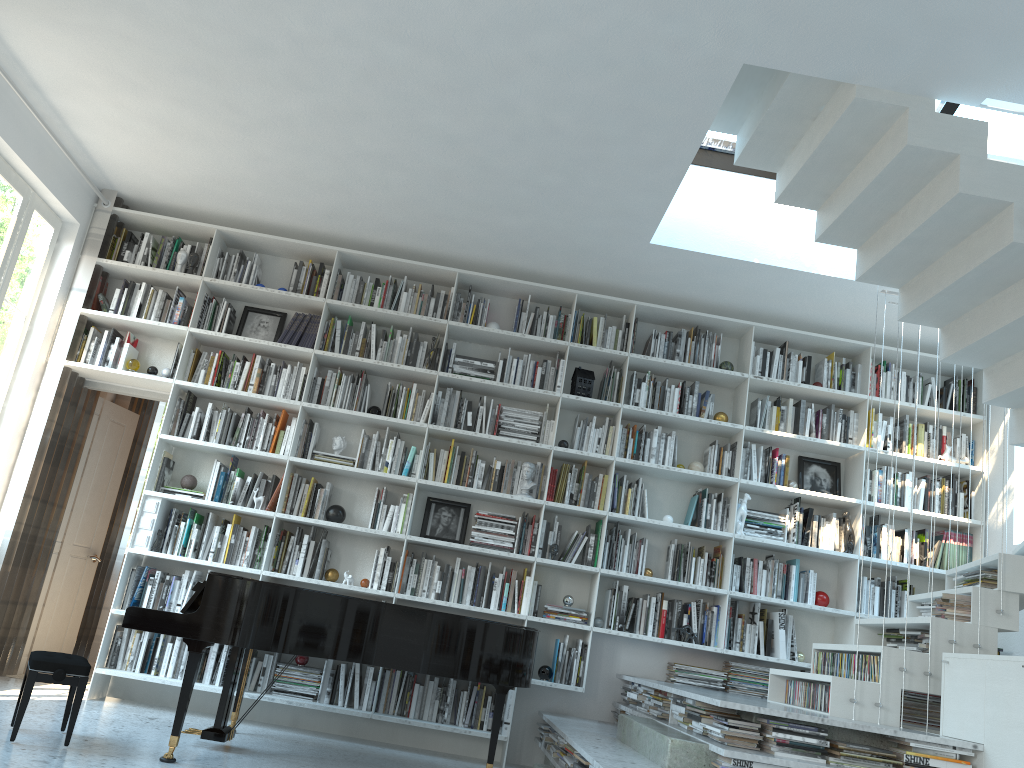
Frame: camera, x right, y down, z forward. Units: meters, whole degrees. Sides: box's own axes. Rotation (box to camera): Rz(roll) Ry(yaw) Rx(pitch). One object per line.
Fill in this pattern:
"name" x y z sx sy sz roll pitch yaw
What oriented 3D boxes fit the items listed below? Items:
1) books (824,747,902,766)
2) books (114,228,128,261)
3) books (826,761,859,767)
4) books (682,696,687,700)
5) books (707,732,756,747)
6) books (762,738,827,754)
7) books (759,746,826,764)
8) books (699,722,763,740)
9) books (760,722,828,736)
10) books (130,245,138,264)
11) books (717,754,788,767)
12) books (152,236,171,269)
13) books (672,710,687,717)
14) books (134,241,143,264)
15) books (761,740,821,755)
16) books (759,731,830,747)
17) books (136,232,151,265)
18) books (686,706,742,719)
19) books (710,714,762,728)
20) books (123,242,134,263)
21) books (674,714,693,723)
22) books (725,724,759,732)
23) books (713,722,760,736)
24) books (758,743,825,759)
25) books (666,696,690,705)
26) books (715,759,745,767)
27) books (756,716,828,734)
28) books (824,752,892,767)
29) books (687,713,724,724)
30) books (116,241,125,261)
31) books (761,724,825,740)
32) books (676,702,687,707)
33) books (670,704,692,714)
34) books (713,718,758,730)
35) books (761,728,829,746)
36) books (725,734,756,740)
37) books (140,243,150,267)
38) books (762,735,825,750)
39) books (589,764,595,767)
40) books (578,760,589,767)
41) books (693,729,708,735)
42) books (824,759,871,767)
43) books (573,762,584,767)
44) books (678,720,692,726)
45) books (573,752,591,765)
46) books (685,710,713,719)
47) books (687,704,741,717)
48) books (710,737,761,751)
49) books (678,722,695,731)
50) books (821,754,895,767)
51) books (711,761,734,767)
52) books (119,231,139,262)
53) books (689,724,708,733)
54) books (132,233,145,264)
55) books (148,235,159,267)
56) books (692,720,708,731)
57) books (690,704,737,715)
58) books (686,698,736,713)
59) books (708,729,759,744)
"books" 1.447 1.549 3.696 0.273 0.014 0.188 11 -16 -6
"books" -2.717 -0.922 6.195 0.014 0.285 0.175 10 -15 -1
"books" 1.439 1.595 3.695 0.291 0.007 0.174 9 -16 1
"books" 0.924 1.566 4.384 0.134 0.014 0.182 9 -16 3
"books" 0.936 1.520 3.791 0.161 0.014 0.213 9 -16 2
"books" 1.170 1.505 3.697 0.215 0.013 0.190 10 -16 -2
"books" 1.164 1.543 3.690 0.216 0.015 0.178 11 -16 -3
"books" 0.935 1.487 3.800 0.184 0.014 0.298 10 -16 -2
"books" 1.180 1.446 3.723 0.228 0.009 0.159 11 -16 -5
"books" -2.628 -0.856 6.209 0.031 0.195 0.145 10 -16 -1
"books" 0.963 1.523 3.561 0.234 0.025 0.158 11 -16 -6
"books" -2.448 -0.871 6.208 0.039 0.282 0.182 10 -15 -1
"books" 0.890 1.633 4.364 0.177 0.015 0.188 9 -16 3
"books" -2.588 -0.866 6.207 0.024 0.226 0.158 10 -15 -1
"books" 1.167 1.523 3.716 0.207 0.012 0.132 11 -16 -5
"books" 1.173 1.487 3.716 0.260 0.009 0.153 9 -16 1
"books" -2.557 -0.891 6.205 0.028 0.282 0.190 10 -15 -1
"books" 0.924 1.513 4.080 0.168 0.013 0.282 11 -16 -4
"books" 0.958 1.447 3.812 0.149 0.014 0.229 11 -16 -3
"books" -2.656 -0.863 6.183 0.028 0.186 0.182 10 -16 -1
"books" 0.898 1.653 4.359 0.167 0.024 0.193 10 -16 0
"books" 0.984 1.472 3.807 0.091 0.011 0.190 11 -16 -3
"books" 0.961 1.479 3.804 0.137 0.012 0.243 10 -16 0
"books" 1.165 1.533 3.708 0.227 0.012 0.149 11 -16 -3
"books" 0.892 1.574 4.379 0.192 0.014 0.257 11 -16 -5
"books" 0.959 1.543 3.570 0.257 0.010 0.132 9 -16 2
"books" 1.181 1.440 3.746 0.261 0.016 0.129 10 -16 -2
"books" 1.444 1.567 3.707 0.214 0.015 0.177 10 -16 0
"books" 0.921 1.545 4.071 0.177 0.026 0.231 10 -16 -1
"books" -2.706 -0.875 6.187 0.024 0.194 0.167 10 -16 -1
"books" 1.177 1.461 3.727 0.221 0.018 0.154 10 -16 0
"books" 0.913 1.593 4.376 0.145 0.017 0.209 11 -16 -6
"books" 0.899 1.613 4.370 0.174 0.029 0.251 11 -16 -3
"books" 0.960 1.458 3.809 0.132 0.009 0.270 9 -16 2
"books" 1.176 1.470 3.698 0.230 0.015 0.190 9 -16 3
"books" 0.953 1.500 3.798 0.134 0.006 0.227 9 -16 2
"books" -2.534 -0.852 6.186 0.030 0.205 0.176 10 -16 -1
"books" 1.172 1.496 3.710 0.210 0.012 0.168 10 -16 0
"books" 0.418 1.640 3.724 0.141 0.028 0.223 11 -16 -6
"books" 0.395 1.735 4.015 0.142 0.017 0.240 11 -16 -5
"books" 0.919 1.602 4.056 0.142 0.020 0.231 9 -16 3
"books" 1.440 1.589 3.696 0.287 0.005 0.165 9 -16 3
"books" 0.380 1.753 4.009 0.160 0.025 0.244 11 -16 -6
"books" 0.912 1.674 4.354 0.136 0.013 0.259 10 -16 -1
"books" 0.386 1.711 4.021 0.170 0.014 0.281 11 -16 -4
"books" 0.919 1.528 4.076 0.187 0.009 0.251 10 -16 -1
"books" 0.926 1.503 4.083 0.171 0.007 0.261 11 -16 -3
"books" 0.950 1.534 3.788 0.144 0.009 0.250 10 -16 -1
"books" 0.901 1.686 4.350 0.132 0.016 0.263 9 -16 3
"books" 1.440 1.585 3.718 0.293 0.014 0.134 11 -16 -4
"books" 0.958 1.551 3.555 0.292 0.012 0.160 9 -16 1
"books" -2.675 -0.907 6.192 0.025 0.268 0.177 10 -15 -1
"books" 0.917 1.589 4.060 0.154 0.007 0.293 9 -16 2
"books" -2.599 -0.897 6.205 0.010 0.280 0.161 10 -15 -1
"books" -2.496 -0.874 6.189 0.057 0.262 0.191 10 -16 -1
"books" 0.926 1.573 4.064 0.155 0.028 0.190 10 -16 0
"books" 0.927 1.496 4.085 0.170 0.008 0.209 9 -16 1
"books" 0.916 1.480 4.088 0.189 0.022 0.238 9 -16 3
"books" 0.945 1.508 3.795 0.152 0.015 0.208 11 -16 -4
